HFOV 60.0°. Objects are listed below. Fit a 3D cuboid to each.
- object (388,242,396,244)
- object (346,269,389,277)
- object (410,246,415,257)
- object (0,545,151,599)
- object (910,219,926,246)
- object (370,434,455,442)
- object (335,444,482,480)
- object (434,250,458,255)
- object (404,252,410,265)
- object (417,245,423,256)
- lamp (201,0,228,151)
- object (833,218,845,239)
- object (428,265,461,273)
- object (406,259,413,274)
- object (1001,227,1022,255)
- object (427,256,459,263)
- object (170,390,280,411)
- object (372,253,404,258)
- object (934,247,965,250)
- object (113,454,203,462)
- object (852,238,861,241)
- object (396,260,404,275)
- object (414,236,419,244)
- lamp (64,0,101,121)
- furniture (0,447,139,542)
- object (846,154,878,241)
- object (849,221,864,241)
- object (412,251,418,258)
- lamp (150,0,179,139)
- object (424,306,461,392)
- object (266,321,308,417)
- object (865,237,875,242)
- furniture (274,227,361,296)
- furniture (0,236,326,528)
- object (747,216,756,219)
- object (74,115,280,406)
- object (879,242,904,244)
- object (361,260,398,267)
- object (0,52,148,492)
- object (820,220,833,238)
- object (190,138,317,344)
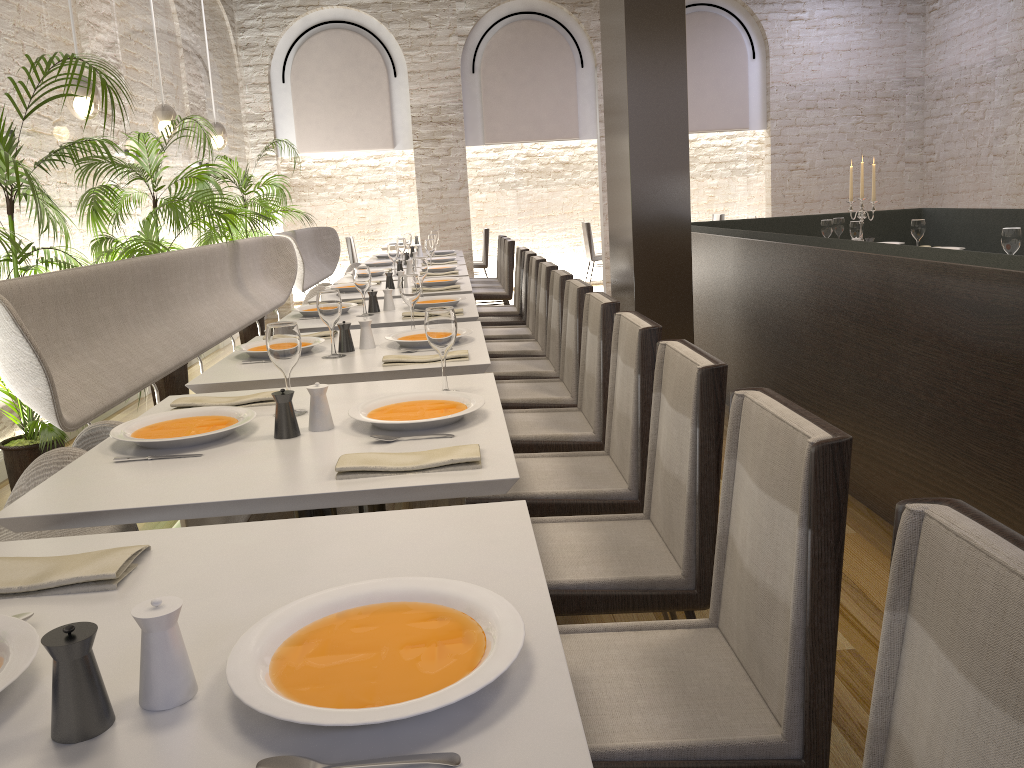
[{"bbox_3d":[-1.492,-1.843,11.636,0.322,0.036,0.323,4,14,31],"label":"object"},{"bbox_3d":[-1.074,-0.820,6.603,0.322,0.036,0.324,4,14,33],"label":"object"},{"bbox_3d":[-0.982,-1.313,8.753,0.059,0.109,0.060,3,12,32],"label":"object"},{"bbox_3d":[-0.685,0.271,1.281,0.273,0.033,0.143,-4,12,-3],"label":"object"},{"bbox_3d":[2.499,-0.897,5.456,0.086,0.229,0.087,3,12,32],"label":"object"},{"bbox_3d":[-0.214,0.113,1.908,0.181,0.015,0.038,-4,11,-2],"label":"object"},{"bbox_3d":[-0.199,0.147,1.734,0.273,0.033,0.143,-4,12,-3],"label":"object"},{"bbox_3d":[-0.693,-1.309,8.842,0.322,0.036,0.324,4,14,33],"label":"object"},{"bbox_3d":[-0.904,-1.084,7.630,0.059,0.109,0.060,3,12,32],"label":"object"},{"bbox_3d":[-0.916,-1.327,8.803,0.059,0.109,0.060,3,12,32],"label":"object"},{"bbox_3d":[-2.571,-2.994,7.416,0.178,2.027,0.178,-8,10,-24],"label":"lamp"},{"bbox_3d":[2.347,-1.077,6.367,0.087,0.229,0.086,-10,12,-33],"label":"object"},{"bbox_3d":[-0.539,-0.859,6.632,0.322,0.036,0.324,4,14,33],"label":"object"},{"bbox_3d":[-0.762,-0.877,6.593,0.059,0.109,0.060,3,12,32],"label":"object"},{"bbox_3d":[2.334,-0.614,4.146,0.086,0.229,0.087,-2,10,9],"label":"object"},{"bbox_3d":[-0.615,-1.080,7.719,0.322,0.036,0.324,4,14,33],"label":"object"},{"bbox_3d":[-0.763,0.043,2.397,0.273,0.033,0.143,-4,12,-3],"label":"object"},{"bbox_3d":[-1.228,-1.271,8.813,0.322,0.036,0.324,4,14,33],"label":"object"},{"bbox_3d":[2.682,-0.836,5.594,0.322,0.036,0.323,-9,13,-27],"label":"object"},{"bbox_3d":[-0.749,0.154,1.879,0.185,0.010,0.017,-4,11,-3],"label":"object"},{"bbox_3d":[2.268,-0.904,5.836,0.069,0.126,0.069,4,13,38],"label":"object"},{"bbox_3d":[-0.829,-0.863,6.544,0.059,0.109,0.060,3,12,32],"label":"object"},{"bbox_3d":[-1.247,-1.885,11.577,0.059,0.109,0.060,-4,10,-1],"label":"object"},{"bbox_3d":[-2.379,-2.431,4.655,0.178,2.027,0.178,-7,10,-18],"label":"lamp"},{"bbox_3d":[-1.096,0.744,0.201,0.709,1.089,4.508,-4,12,-3],"label":"furniture"},{"bbox_3d":[2.331,-1.197,5.903,0.131,0.652,0.393,-2,10,7],"label":"object"},{"bbox_3d":[2.225,-0.936,5.725,0.086,0.229,0.087,3,12,32],"label":"object"},{"bbox_3d":[-0.838,-1.098,7.680,0.059,0.109,0.060,3,12,32],"label":"object"},{"bbox_3d":[-2.476,-2.715,6.049,0.178,2.027,0.178,-8,10,-24],"label":"lamp"},{"bbox_3d":[-0.182,-0.086,2.334,0.086,0.229,0.086,4,12,38],"label":"object"},{"bbox_3d":[-0.562,-0.037,2.209,0.086,0.229,0.086,4,12,38],"label":"object"},{"bbox_3d":[2.349,-0.905,5.817,0.069,0.126,0.069,4,13,38],"label":"object"},{"bbox_3d":[-1.665,-0.926,8.391,0.707,1.089,2.603,-4,11,-3],"label":"furniture"},{"bbox_3d":[-1.414,-0.188,4.770,0.709,1.089,4.508,-4,12,-3],"label":"furniture"},{"bbox_3d":[2.132,-1.378,7.873,0.086,0.229,0.086,1,11,26],"label":"object"},{"bbox_3d":[-2.283,-0.791,5.828,1.190,1.961,1.151,4,13,37],"label":"object"},{"bbox_3d":[2.631,-0.986,6.329,0.322,0.036,0.323,8,16,44],"label":"object"},{"bbox_3d":[-1.150,-1.042,7.690,0.322,0.036,0.324,4,14,33],"label":"object"},{"bbox_3d":[-2.143,-0.387,3.848,1.145,1.961,1.196,2,11,27],"label":"object"},{"bbox_3d":[2.193,-1.027,6.172,0.086,0.229,0.087,3,12,32],"label":"object"},{"bbox_3d":[-2.436,-1.286,8.255,1.147,1.961,1.194,-8,11,-22],"label":"object"}]
